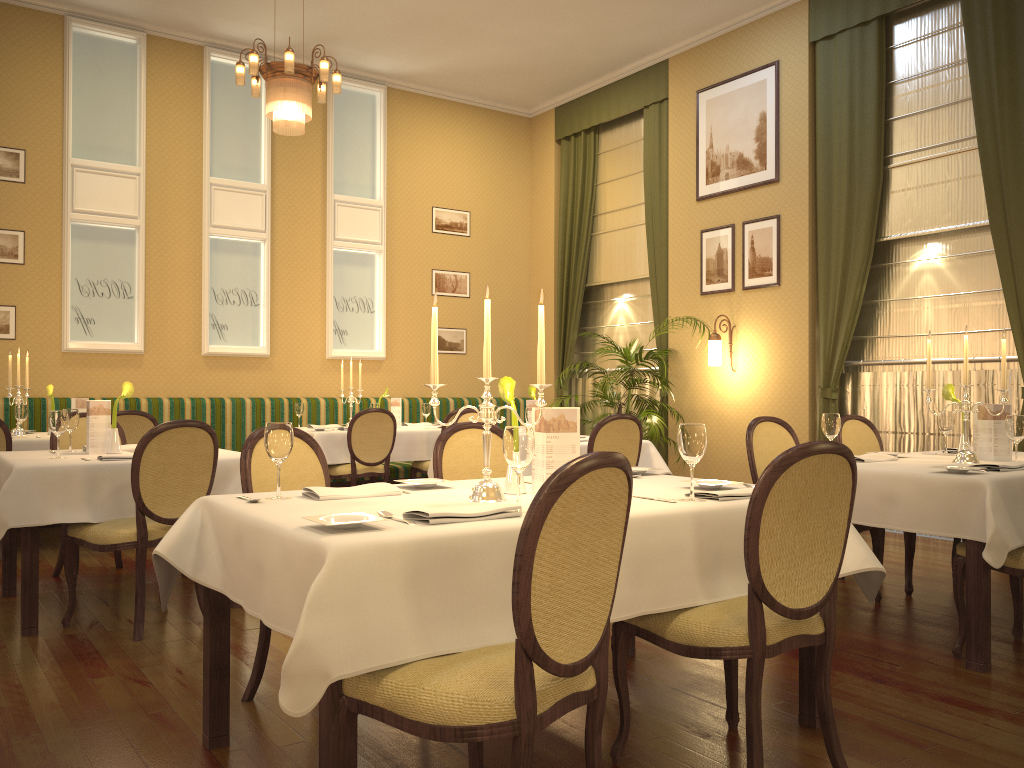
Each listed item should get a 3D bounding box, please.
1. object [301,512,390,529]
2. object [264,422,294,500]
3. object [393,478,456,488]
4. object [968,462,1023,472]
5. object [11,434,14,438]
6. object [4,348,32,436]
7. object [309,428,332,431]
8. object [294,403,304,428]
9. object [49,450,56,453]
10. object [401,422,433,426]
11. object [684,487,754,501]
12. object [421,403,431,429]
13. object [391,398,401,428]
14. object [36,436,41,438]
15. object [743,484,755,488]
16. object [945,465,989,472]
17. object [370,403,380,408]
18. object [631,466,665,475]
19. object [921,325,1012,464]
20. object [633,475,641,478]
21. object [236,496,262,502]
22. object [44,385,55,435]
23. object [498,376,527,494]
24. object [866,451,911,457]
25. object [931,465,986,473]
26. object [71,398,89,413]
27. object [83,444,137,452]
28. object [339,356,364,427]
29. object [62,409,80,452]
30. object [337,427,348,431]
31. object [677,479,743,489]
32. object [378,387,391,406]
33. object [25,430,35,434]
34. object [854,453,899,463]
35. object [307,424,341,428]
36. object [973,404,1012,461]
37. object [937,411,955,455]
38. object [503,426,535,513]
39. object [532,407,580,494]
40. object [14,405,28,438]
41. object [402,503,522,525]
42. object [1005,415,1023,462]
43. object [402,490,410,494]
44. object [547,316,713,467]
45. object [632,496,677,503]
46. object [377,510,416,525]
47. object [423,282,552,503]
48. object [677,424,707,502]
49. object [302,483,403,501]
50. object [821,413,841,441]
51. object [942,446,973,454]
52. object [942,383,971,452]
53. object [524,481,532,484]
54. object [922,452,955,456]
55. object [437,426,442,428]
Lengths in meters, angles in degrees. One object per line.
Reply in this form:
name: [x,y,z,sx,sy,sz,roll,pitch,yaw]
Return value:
object: [-0.393,0.328,2.091,0.160,0.024,0.160,1,-1,-34]
object: [-0.701,0.230,2.666,0.088,0.229,0.088,0,-1,13]
object: [-0.293,0.338,2.985,0.160,0.024,0.160,1,-1,-34]
object: [2.079,0.351,3.781,0.273,0.033,0.142,1,-1,-34]
object: [-3.563,0.359,6.049,0.273,0.033,0.142,1,-1,-34]
object: [-3.599,0.053,6.466,0.131,0.655,0.390,0,-1,-20]
object: [-1.604,0.381,7.400,0.160,0.024,0.160,1,-1,-34]
object: [-1.913,0.283,7.975,0.088,0.229,0.088,0,-1,13]
object: [-2.415,0.356,4.665,0.017,0.010,0.185,1,-1,-33]
object: [-0.926,0.394,8.632,0.273,0.033,0.142,1,-1,-34]
object: [0.686,0.340,2.762,0.273,0.024,0.142,1,-1,-34]
object: [-0.766,0.286,7.914,0.088,0.229,0.088,0,-1,13]
object: [-1.068,0.265,8.117,0.081,0.277,0.166,0,-1,-18]
object: [-3.329,0.370,6.227,0.017,0.010,0.185,1,-1,-34]
object: [0.835,0.345,2.930,0.038,0.015,0.181,1,-1,-33]
object: [1.913,0.357,3.733,0.038,0.015,0.181,1,-1,-33]
object: [-1.193,0.282,7.704,0.088,0.229,0.088,0,-1,13]
object: [0.490,0.346,3.500,0.160,0.024,0.160,1,-1,-34]
object: [2.131,0.045,4.160,0.390,0.655,0.131,0,-1,21]
object: [0.432,0.349,3.404,0.038,0.015,0.181,1,-1,-33]
object: [-0.777,0.337,2.619,0.038,0.015,0.181,1,-1,-33]
object: [-3.412,0.191,6.572,0.076,0.375,0.163,0,-1,-13]
object: [-0.001,0.162,2.867,0.076,0.375,0.163,0,-1,-13]
object: [1.912,0.361,4.498,0.160,0.024,0.160,1,-1,-34]
object: [1.812,0.351,3.604,0.160,0.024,0.160,1,-1,-34]
object: [-3.202,0.243,6.637,0.081,0.277,0.166,0,-1,17]
object: [-2.175,0.350,4.826,0.273,0.033,0.142,1,-1,-34]
object: [-1.444,0.075,7.955,0.131,0.655,0.390,0,-1,-29]
object: [-2.350,0.247,4.720,0.088,0.229,0.088,0,-1,8]
object: [-1.337,0.381,7.577,0.273,0.033,0.142,1,-1,-34]
object: [0.666,0.341,2.977,0.160,0.024,0.160,1,-1,-34]
object: [-1.195,0.214,8.174,0.076,0.375,0.163,0,-1,42]
object: [-3.730,0.368,6.766,0.160,0.024,0.160,1,-1,-34]
object: [1.711,0.355,4.257,0.273,0.033,0.142,1,-1,-34]
object: [-1.705,0.385,8.052,0.273,0.033,0.142,1,-1,-34]
object: [2.325,0.234,4.289,0.166,0.277,0.081,0,-1,27]
object: [2.314,0.261,4.730,0.088,0.229,0.088,0,-1,13]
object: [0.018,0.229,2.395,0.088,0.229,0.088,0,-1,8]
object: [0.120,0.212,2.776,0.166,0.277,0.081,0,-1,27]
object: [-3.419,0.260,6.176,0.088,0.229,0.088,0,-1,13]
object: [-0.126,0.328,2.267,0.273,0.033,0.142,1,-1,-34]
object: [2.223,0.252,3.908,0.088,0.229,0.088,0,-1,13]
object: [-0.371,0.343,2.876,0.017,0.010,0.185,1,-1,-33]
object: [1.107,0.272,8.313,1.496,1.807,1.552,0,-1,36]
object: [0.423,0.343,2.662,0.017,0.010,0.185,1,-1,-34]
object: [-0.292,0.334,2.219,0.038,0.015,0.181,1,-1,-33]
object: [-0.074,0.023,2.646,0.390,0.655,0.131,0,-1,0]
object: [0.537,0.234,2.645,0.088,0.229,0.088,0,-1,13]
object: [-0.493,0.332,2.743,0.273,0.033,0.142,1,-1,-34]
object: [1.503,0.253,4.179,0.088,0.229,0.088,0,-1,13]
object: [2.490,0.363,4.836,0.273,0.033,0.142,1,-1,-34]
object: [2.204,0.184,4.381,0.076,0.375,0.163,0,-1,-13]
object: [0.045,0.347,3.162,0.017,0.010,0.185,1,-1,-33]
object: [2.250,0.370,4.675,0.017,0.010,0.185,1,-1,-33]
object: [-0.526,0.393,8.071,0.273,0.024,0.142,1,-1,-34]
